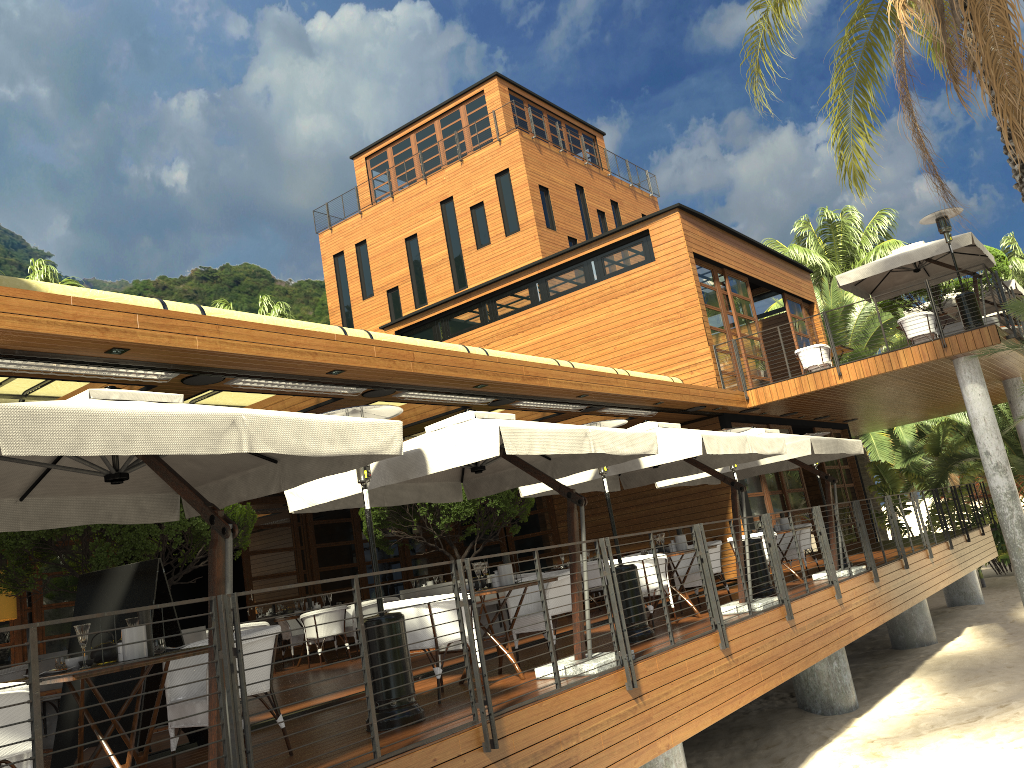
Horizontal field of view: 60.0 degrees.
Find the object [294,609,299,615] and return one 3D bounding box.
[{"bbox_3d":[-3.273,3.482,13.499,0.086,0.086,0.086,-13,-12,13],"label":"object"}]

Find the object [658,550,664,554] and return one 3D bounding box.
[{"bbox_3d":[1.718,1.937,10.195,0.080,0.042,0.080,-9,-12,-4],"label":"object"}]

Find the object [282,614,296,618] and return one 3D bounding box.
[{"bbox_3d":[-3.329,3.471,13.248,0.170,0.025,0.293,-3,-14,-32],"label":"object"}]

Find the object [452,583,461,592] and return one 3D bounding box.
[{"bbox_3d":[-0.469,1.758,7.609,0.086,0.086,0.086,-20,-16,39],"label":"object"}]

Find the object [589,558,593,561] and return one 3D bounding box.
[{"bbox_3d":[1.296,2.888,14.504,0.086,0.086,0.086,2,-17,-43],"label":"object"}]

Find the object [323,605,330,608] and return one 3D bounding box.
[{"bbox_3d":[-2.842,3.435,13.586,0.116,0.065,0.115,-2,-14,-33],"label":"object"}]

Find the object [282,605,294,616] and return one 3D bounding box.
[{"bbox_3d":[-3.417,3.472,13.565,0.163,0.179,0.167,-2,-15,-34],"label":"object"}]

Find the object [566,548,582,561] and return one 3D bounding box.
[{"bbox_3d":[1.066,2.861,14.620,0.263,0.265,0.262,-8,-12,-9],"label":"object"}]

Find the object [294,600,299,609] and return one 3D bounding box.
[{"bbox_3d":[-3.314,3.445,13.652,0.082,0.228,0.081,-1,-15,-36],"label":"object"}]

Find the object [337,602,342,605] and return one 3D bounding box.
[{"bbox_3d":[-2.638,3.378,13.536,0.086,0.086,0.086,-13,-12,13],"label":"object"}]

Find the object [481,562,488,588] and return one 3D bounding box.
[{"bbox_3d":[-0.241,1.722,7.993,0.082,0.228,0.082,-15,-14,24],"label":"object"}]

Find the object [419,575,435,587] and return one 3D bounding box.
[{"bbox_3d":[-1.540,3.619,16.052,0.263,0.265,0.262,-9,-12,-6],"label":"object"}]

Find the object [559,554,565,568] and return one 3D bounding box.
[{"bbox_3d":[0.823,2.876,14.410,0.082,0.228,0.081,-9,-13,-3],"label":"object"}]

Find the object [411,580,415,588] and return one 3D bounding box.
[{"bbox_3d":[-1.754,3.628,15.841,0.082,0.228,0.081,-6,-13,-17],"label":"object"}]

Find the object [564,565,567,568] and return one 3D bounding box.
[{"bbox_3d":[0.897,2.981,14.500,0.080,0.042,0.080,-15,-13,24],"label":"object"}]

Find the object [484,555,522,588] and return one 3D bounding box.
[{"bbox_3d":[-0.081,1.598,7.611,0.263,0.265,0.262,-8,-12,-10],"label":"object"}]

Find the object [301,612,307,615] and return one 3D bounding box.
[{"bbox_3d":[-3.281,3.582,13.819,0.294,0.025,0.169,-1,-15,-37],"label":"object"}]

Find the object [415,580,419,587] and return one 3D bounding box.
[{"bbox_3d":[-1.717,3.708,16.256,0.082,0.228,0.081,-7,-13,-12],"label":"object"}]

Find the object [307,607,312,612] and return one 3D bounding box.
[{"bbox_3d":[-3.021,3.383,13.242,0.086,0.086,0.086,-12,-12,8],"label":"object"}]

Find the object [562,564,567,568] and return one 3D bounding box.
[{"bbox_3d":[0.886,2.997,14.626,0.116,0.065,0.115,-9,-12,-5],"label":"object"}]

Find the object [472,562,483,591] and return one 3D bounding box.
[{"bbox_3d":[-0.281,1.615,7.450,0.082,0.228,0.082,-19,-15,35],"label":"object"}]

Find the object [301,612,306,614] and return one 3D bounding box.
[{"bbox_3d":[-3.141,3.448,13.337,0.080,0.042,0.080,-9,-12,-4],"label":"object"}]

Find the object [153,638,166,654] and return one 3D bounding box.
[{"bbox_3d":[-2.039,1.510,5.103,0.086,0.086,0.086,-20,-16,39],"label":"object"}]

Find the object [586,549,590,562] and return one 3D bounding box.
[{"bbox_3d":[1.242,2.797,14.384,0.082,0.228,0.081,-5,-13,-19],"label":"object"}]

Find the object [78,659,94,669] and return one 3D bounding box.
[{"bbox_3d":[-2.303,1.516,4.799,0.080,0.042,0.080,-16,-13,26],"label":"object"}]

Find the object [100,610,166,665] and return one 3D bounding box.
[{"bbox_3d":[-2.095,1.388,4.909,0.263,0.265,0.262,-8,-12,-10],"label":"object"}]

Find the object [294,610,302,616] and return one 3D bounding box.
[{"bbox_3d":[-3.230,3.463,13.395,0.116,0.065,0.115,-2,-14,-33],"label":"object"}]

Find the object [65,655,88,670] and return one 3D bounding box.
[{"bbox_3d":[-2.384,1.530,4.857,0.115,0.065,0.116,-19,-15,38],"label":"object"}]

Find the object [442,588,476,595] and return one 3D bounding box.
[{"bbox_3d":[-0.423,1.738,7.401,0.294,0.025,0.170,-18,-14,34],"label":"object"}]

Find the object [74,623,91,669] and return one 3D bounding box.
[{"bbox_3d":[-2.295,1.405,4.748,0.082,0.228,0.082,-19,-15,35],"label":"object"}]

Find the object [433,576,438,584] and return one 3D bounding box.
[{"bbox_3d":[-1.349,3.549,15.804,0.082,0.228,0.081,-7,-13,-12],"label":"object"}]

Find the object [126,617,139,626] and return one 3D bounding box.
[{"bbox_3d":[-2.254,1.511,5.291,0.082,0.228,0.082,-19,-15,35],"label":"object"}]

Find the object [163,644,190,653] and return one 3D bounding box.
[{"bbox_3d":[-2.076,1.588,5.293,0.294,0.025,0.170,-18,-14,34],"label":"object"}]

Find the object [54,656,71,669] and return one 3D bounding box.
[{"bbox_3d":[-2.482,1.547,4.907,0.086,0.086,0.086,-20,-16,39],"label":"object"}]

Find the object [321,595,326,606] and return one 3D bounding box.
[{"bbox_3d":[-2.926,3.413,13.829,0.082,0.228,0.082,2,-17,-42],"label":"object"}]

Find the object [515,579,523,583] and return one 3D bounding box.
[{"bbox_3d":[-0.063,1.799,7.995,0.294,0.025,0.170,-18,-14,34],"label":"object"}]

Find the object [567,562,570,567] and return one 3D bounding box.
[{"bbox_3d":[0.929,2.920,14.348,0.086,0.086,0.086,-19,-15,36],"label":"object"}]

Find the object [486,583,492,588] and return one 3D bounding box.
[{"bbox_3d":[-0.198,1.794,7.899,0.080,0.042,0.080,-9,-12,-4],"label":"object"}]

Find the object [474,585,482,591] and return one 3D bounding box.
[{"bbox_3d":[-0.289,1.727,7.501,0.080,0.042,0.080,-9,-12,-4],"label":"object"}]

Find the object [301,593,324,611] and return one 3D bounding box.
[{"bbox_3d":[-3.048,3.358,13.537,0.263,0.265,0.262,-1,-15,-37],"label":"object"}]

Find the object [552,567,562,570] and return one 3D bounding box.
[{"bbox_3d":[0.741,3.025,14.538,0.170,0.025,0.293,-9,-12,-4],"label":"object"}]

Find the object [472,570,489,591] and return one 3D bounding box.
[{"bbox_3d":[-0.310,1.715,7.772,0.162,0.179,0.167,-19,-15,36],"label":"object"}]

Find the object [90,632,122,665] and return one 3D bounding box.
[{"bbox_3d":[-2.323,1.504,5.067,0.167,0.179,0.163,-18,-14,32],"label":"object"}]

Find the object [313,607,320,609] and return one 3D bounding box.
[{"bbox_3d":[-2.939,3.401,13.339,0.116,0.065,0.115,-8,-12,-11],"label":"object"}]

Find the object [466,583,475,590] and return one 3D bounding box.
[{"bbox_3d":[-0.370,1.741,7.558,0.115,0.065,0.116,-18,-14,33],"label":"object"}]

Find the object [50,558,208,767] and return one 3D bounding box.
[{"bbox_3d":[-2.826,2.039,6.495,0.767,1.402,0.769,-14,-13,19],"label":"object"}]

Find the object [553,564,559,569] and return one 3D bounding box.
[{"bbox_3d":[0.732,3.043,14.772,0.086,0.086,0.086,2,-17,-43],"label":"object"}]

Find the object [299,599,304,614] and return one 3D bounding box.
[{"bbox_3d":[-3.137,3.333,13.267,0.082,0.228,0.082,2,-17,-42],"label":"object"}]

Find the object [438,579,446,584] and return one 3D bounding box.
[{"bbox_3d":[-1.293,3.679,16.343,0.168,0.179,0.162,-9,-12,-3],"label":"object"}]

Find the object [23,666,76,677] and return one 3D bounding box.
[{"bbox_3d":[-2.437,1.528,4.700,0.294,0.025,0.170,-18,-14,34],"label":"object"}]

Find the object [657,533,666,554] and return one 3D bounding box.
[{"bbox_3d":[1.726,1.825,10.143,0.082,0.228,0.082,-19,-15,35],"label":"object"}]

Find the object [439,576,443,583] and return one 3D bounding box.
[{"bbox_3d":[-1.287,3.624,16.218,0.082,0.228,0.081,-6,-13,-17],"label":"object"}]

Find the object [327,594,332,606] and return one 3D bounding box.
[{"bbox_3d":[-2.760,3.308,13.466,0.082,0.228,0.081,-1,-15,-36],"label":"object"}]

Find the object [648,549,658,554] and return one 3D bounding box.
[{"bbox_3d":[1.637,1.951,10.252,0.115,0.065,0.116,-18,-14,33],"label":"object"}]
